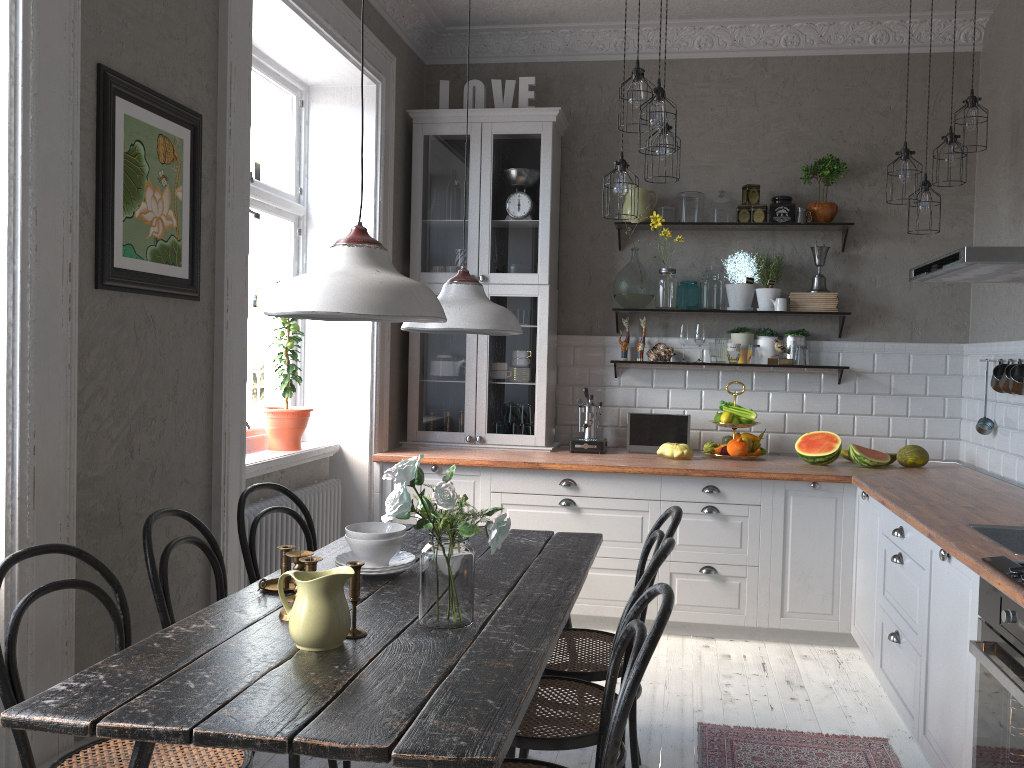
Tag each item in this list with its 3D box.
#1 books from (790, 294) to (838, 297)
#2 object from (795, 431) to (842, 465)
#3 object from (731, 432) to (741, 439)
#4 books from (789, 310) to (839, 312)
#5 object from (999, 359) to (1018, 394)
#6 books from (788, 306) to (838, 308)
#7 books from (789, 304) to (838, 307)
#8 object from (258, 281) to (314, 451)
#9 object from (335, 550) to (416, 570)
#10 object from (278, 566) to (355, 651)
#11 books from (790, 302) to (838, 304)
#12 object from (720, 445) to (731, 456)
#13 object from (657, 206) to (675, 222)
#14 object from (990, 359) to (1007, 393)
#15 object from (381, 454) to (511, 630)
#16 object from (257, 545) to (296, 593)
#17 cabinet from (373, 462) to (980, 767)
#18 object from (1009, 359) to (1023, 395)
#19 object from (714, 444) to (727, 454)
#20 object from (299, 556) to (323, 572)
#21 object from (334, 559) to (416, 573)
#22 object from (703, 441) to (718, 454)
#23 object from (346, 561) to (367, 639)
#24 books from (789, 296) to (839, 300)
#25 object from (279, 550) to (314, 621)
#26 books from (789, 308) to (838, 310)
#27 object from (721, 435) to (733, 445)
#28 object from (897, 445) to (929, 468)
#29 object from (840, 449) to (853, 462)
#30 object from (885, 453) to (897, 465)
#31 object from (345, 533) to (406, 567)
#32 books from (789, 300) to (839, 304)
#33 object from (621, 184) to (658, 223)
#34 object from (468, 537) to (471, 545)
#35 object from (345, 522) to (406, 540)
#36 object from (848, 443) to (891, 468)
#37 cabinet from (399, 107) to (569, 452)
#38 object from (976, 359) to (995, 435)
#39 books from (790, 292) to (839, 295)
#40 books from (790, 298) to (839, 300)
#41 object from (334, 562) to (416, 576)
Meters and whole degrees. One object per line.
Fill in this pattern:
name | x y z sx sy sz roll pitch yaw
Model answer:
books | 1.702 -0.494 4.997 0.258 0.016 0.160 2 2 18
object | 1.609 0.339 4.655 0.231 0.174 0.221 3 2 31
object | 1.257 0.312 4.948 0.085 0.093 0.087 2 2 6
books | 1.700 -0.407 5.000 0.259 0.011 0.159 2 2 12
object | 2.279 -0.034 4.015 0.107 0.161 0.138 2 2 12
books | 1.701 -0.430 4.999 0.257 0.016 0.160 2 2 22
books | 1.701 -0.440 4.999 0.258 0.016 0.160 2 2 18
object | -1.083 -0.091 4.260 0.254 0.813 0.265 3 2 37
object | -0.407 0.531 2.644 0.233 0.027 0.242 3 2 33
object | -0.435 0.497 1.977 0.152 0.170 0.133 0 2 -29
books | 1.701 -0.451 4.999 0.258 0.011 0.159 2 2 15
object | 1.168 0.369 4.896 0.070 0.076 0.228 1 2 -7
object | 0.889 -0.964 5.107 0.102 0.111 0.104 2 2 10
object | 2.303 -0.037 4.142 0.107 0.161 0.139 2 2 22
object | -0.157 0.376 2.139 0.310 0.414 0.253 2 2 8
object | -0.623 0.506 2.445 0.140 0.112 0.138 1 2 -8
cabinet | 1.140 0.871 3.638 2.028 0.854 4.111 0 2 -34
object | 2.245 -0.031 3.890 0.106 0.161 0.139 2 2 27
object | 1.150 0.360 4.883 0.083 0.057 0.090 3 2 42
object | -0.479 0.491 2.105 0.061 0.172 0.063 2 2 31
object | -0.408 0.539 2.644 0.241 0.027 0.234 1 2 -22
object | 1.118 0.354 4.924 0.075 0.072 0.155 3 2 39
object | -0.365 0.498 2.051 0.058 0.167 0.060 2 2 23
books | 1.702 -0.484 4.997 0.257 0.016 0.160 2 2 22
object | -0.525 0.487 2.185 0.096 0.172 0.095 1 2 -9
books | 1.700 -0.419 4.999 0.258 0.011 0.159 2 2 15
object | 1.227 0.322 4.960 0.077 0.076 0.157 3 2 36
object | 2.107 0.379 4.656 0.207 0.119 0.130 1 2 -28
object | 1.883 0.394 4.839 0.197 0.067 0.104 2 2 16
object | 1.982 0.397 4.726 0.203 0.073 0.118 1 2 -27
object | -0.407 0.495 2.643 0.179 0.094 0.179 1 2 1
books | 1.702 -0.462 4.998 0.259 0.011 0.159 2 2 12
object | 0.722 -1.021 5.072 0.188 0.216 0.176 2 2 24
object | -0.186 0.507 2.653 0.122 0.119 0.130 2 2 26
object | -0.406 0.475 2.642 0.179 0.094 0.179 1 2 1
object | 1.852 0.372 4.567 0.225 0.127 0.147 1 2 -8
cabinet | -0.150 -0.573 5.133 0.874 1.921 0.390 2 2 9
object | 2.356 0.064 4.402 0.076 0.379 0.083 2 2 10
books | 1.703 -0.505 4.997 0.258 0.011 0.159 2 2 15
books | 1.702 -0.473 4.998 0.258 0.011 0.159 2 2 15
object | -0.408 0.548 2.645 0.233 0.027 0.241 2 2 28
